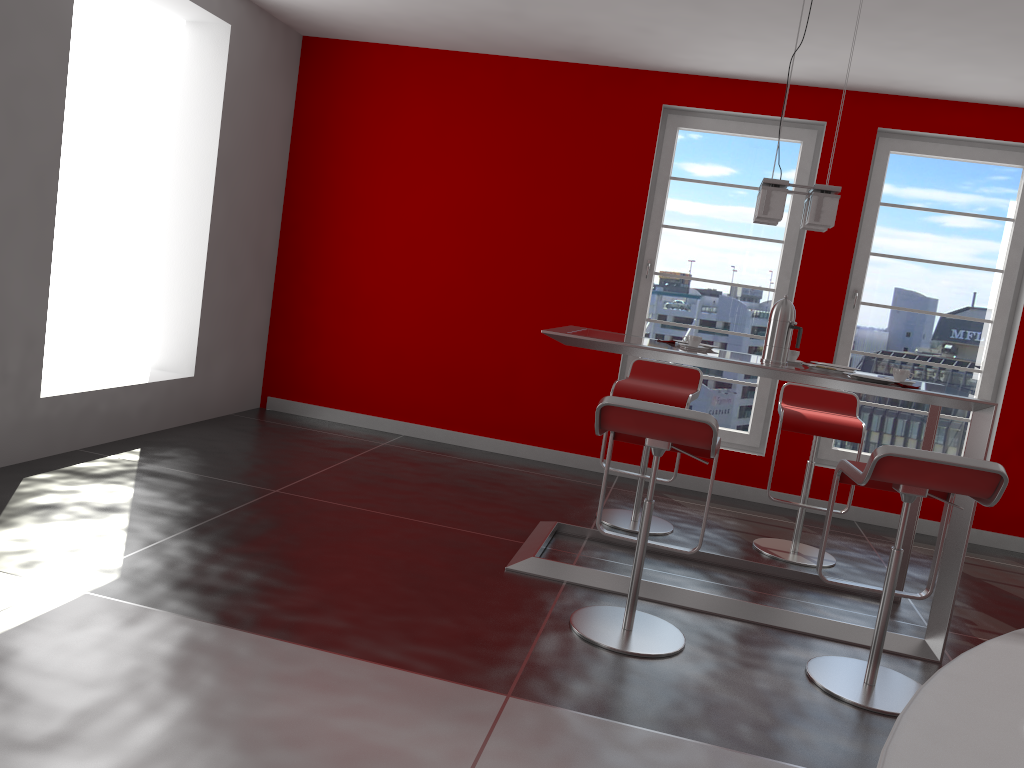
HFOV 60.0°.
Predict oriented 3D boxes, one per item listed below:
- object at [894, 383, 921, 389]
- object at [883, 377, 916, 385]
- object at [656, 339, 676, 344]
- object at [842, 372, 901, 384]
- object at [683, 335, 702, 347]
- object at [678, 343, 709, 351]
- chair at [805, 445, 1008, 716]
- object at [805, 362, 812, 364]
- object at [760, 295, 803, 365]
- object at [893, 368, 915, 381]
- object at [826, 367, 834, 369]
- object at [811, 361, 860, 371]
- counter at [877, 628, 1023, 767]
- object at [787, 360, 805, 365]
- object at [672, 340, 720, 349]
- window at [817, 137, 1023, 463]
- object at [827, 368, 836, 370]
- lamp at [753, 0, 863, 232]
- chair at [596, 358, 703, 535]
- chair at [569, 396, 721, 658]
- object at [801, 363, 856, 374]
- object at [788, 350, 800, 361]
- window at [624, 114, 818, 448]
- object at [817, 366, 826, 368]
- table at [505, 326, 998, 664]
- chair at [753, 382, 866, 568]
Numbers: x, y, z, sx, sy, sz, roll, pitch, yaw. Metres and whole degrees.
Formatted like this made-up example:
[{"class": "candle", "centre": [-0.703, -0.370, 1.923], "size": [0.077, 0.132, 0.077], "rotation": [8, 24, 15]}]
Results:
[{"class": "object", "centre": [1.517, 0.007, 3.391], "size": [0.095, 0.012, 0.234], "rotation": [10, 7, 11]}, {"class": "object", "centre": [1.562, -0.011, 3.578], "size": [0.119, 0.016, 0.119], "rotation": [13, 8, 31]}, {"class": "object", "centre": [0.706, -0.199, 4.083], "size": [0.095, 0.012, 0.234], "rotation": [10, 7, 10]}, {"class": "object", "centre": [1.386, -0.019, 3.423], "size": [0.217, 0.015, 0.217], "rotation": [2, 9, -42]}, {"class": "object", "centre": [0.783, -0.185, 3.849], "size": [0.078, 0.049, 0.062], "rotation": [13, 8, 34]}, {"class": "object", "centre": [0.786, -0.160, 3.847], "size": [0.119, 0.016, 0.119], "rotation": [7, 7, -9]}, {"class": "chair", "centre": [1.277, 0.612, 2.951], "size": [0.418, 0.857, 0.460], "rotation": [9, 7, 6]}, {"class": "object", "centre": [1.303, -0.096, 3.971], "size": [0.095, 0.012, 0.234], "rotation": [10, 7, 10]}, {"class": "object", "centre": [1.138, -0.229, 3.705], "size": [0.149, 0.287, 0.113], "rotation": [11, 7, 19]}, {"class": "object", "centre": [1.573, -0.033, 3.574], "size": [0.078, 0.049, 0.062], "rotation": [10, 7, 11]}, {"class": "object", "centre": [1.321, -0.064, 3.676], "size": [0.034, 0.006, 0.036], "rotation": [2, 9, -41]}, {"class": "object", "centre": [1.437, -0.074, 3.941], "size": [0.217, 0.015, 0.217], "rotation": [7, 7, -13]}, {"class": "counter", "centre": [1.226, 0.891, 0.498], "size": [2.865, 0.880, 1.868], "rotation": [2, 10, -45]}, {"class": "object", "centre": [1.214, -0.098, 3.867], "size": [0.119, 0.016, 0.119], "rotation": [10, 7, 9]}, {"class": "object", "centre": [0.839, -0.177, 4.054], "size": [0.217, 0.015, 0.217], "rotation": [13, 8, 35]}, {"class": "window", "centre": [2.564, -0.444, 5.496], "size": [0.938, 2.038, 0.117], "rotation": [10, 7, 11]}, {"class": "object", "centre": [1.313, -0.060, 3.635], "size": [0.034, 0.006, 0.036], "rotation": [8, 7, 0]}, {"class": "lamp", "centre": [1.237, -1.166, 3.624], "size": [0.304, 1.025, 0.304], "rotation": [10, 7, 11]}, {"class": "chair", "centre": [0.722, 0.316, 4.698], "size": [0.418, 0.857, 0.460], "rotation": [11, 7, 19]}, {"class": "chair", "centre": [0.470, 0.471, 3.118], "size": [0.418, 0.857, 0.460], "rotation": [10, 7, 16]}, {"class": "object", "centre": [1.308, -0.061, 3.671], "size": [0.217, 0.015, 0.217], "rotation": [2, 9, -41]}, {"class": "object", "centre": [1.213, -0.123, 3.870], "size": [0.062, 0.049, 0.078], "rotation": [3, 9, -38]}, {"class": "window", "centre": [1.307, -0.663, 5.747], "size": [0.938, 2.038, 0.117], "rotation": [10, 7, 11]}, {"class": "object", "centre": [1.278, -0.068, 3.658], "size": [0.036, 0.006, 0.034], "rotation": [13, 8, 35]}, {"class": "table", "centre": [0.951, 0.384, 3.826], "size": [1.700, 1.000, 0.800], "rotation": [10, 7, 11]}, {"class": "chair", "centre": [1.526, 0.454, 4.557], "size": [0.418, 0.857, 0.460], "rotation": [10, 7, 14]}]
